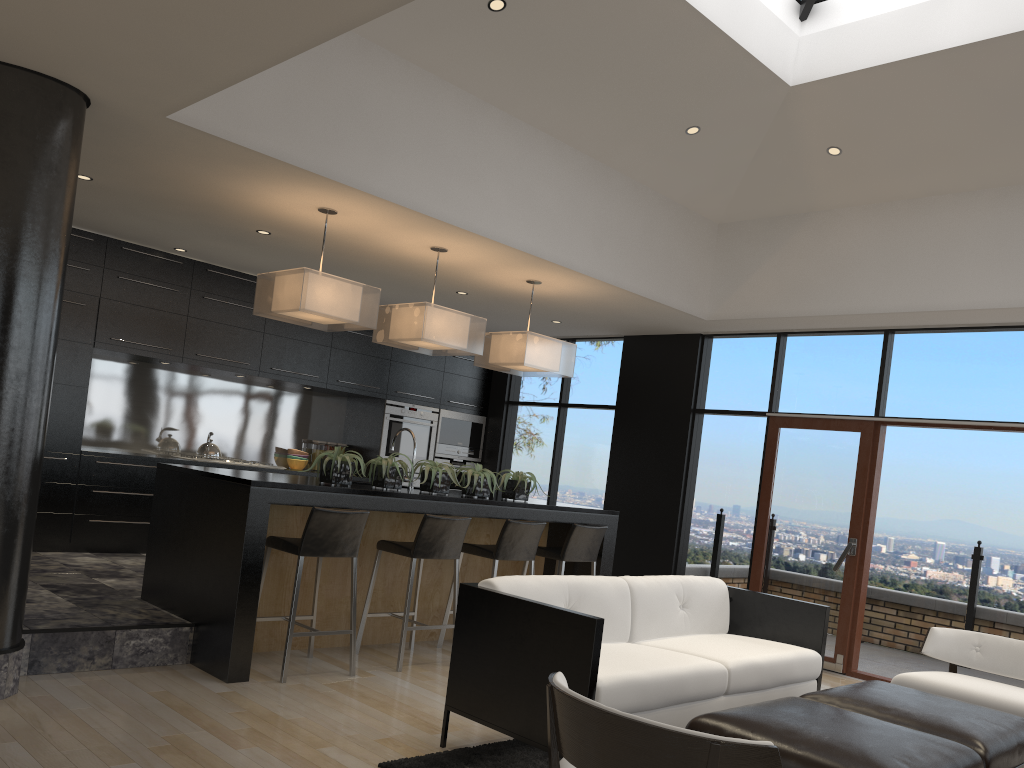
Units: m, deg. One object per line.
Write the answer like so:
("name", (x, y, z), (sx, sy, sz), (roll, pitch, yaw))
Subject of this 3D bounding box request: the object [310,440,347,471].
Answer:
("object", (-1.924, 0.766, 9.245), (0.368, 0.315, 0.113), (10, -3, -44))

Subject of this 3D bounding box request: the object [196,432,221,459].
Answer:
("object", (-2.729, 0.548, 7.977), (0.220, 0.229, 0.223), (5, -3, 38))

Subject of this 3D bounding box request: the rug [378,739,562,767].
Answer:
("rug", (1.391, 1.826, 3.809), (3.057, 0.011, 2.473), (12, -8, -43))

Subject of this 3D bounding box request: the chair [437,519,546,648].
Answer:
("chair", (-0.116, 1.392, 6.105), (0.479, 0.961, 0.516), (8, -2, -45))

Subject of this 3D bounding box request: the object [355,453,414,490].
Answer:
("object", (-0.787, 0.547, 5.599), (0.399, 0.238, 0.406), (8, -4, -20))

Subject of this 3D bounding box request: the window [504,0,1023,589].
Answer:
("window", (0.176, -1.057, 0.465), (10.086, 4.770, 16.022), (4, -6, 32))

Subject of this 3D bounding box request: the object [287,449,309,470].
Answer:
("object", (-2.178, 0.767, 8.962), (0.206, 0.205, 0.184), (10, -4, -44))

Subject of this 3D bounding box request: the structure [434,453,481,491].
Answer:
("structure", (-0.618, 1.016, 9.739), (0.683, 0.444, 0.070), (11, -3, -45))

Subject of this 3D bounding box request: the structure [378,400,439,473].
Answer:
("structure", (-1.081, 0.564, 9.242), (0.706, 0.705, 0.085), (10, -2, -45))

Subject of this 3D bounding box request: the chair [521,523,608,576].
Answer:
("chair", (0.357, 1.496, 6.582), (0.479, 0.961, 0.516), (8, -2, -45))

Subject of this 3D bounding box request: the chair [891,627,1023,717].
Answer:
("chair", (2.586, 1.735, 4.806), (0.802, 0.673, 0.689), (4, -4, 45))

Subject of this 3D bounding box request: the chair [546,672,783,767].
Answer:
("chair", (0.459, 1.264, 2.619), (0.802, 0.673, 0.689), (4, -4, 45))

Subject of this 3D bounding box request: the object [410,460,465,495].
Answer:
("object", (-0.467, 0.626, 5.888), (0.408, 0.216, 0.397), (8, -5, -20))

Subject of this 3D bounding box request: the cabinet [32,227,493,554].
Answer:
("cabinet", (-2.569, 0.303, 8.207), (0.725, 2.518, 5.773), (6, -4, 45))

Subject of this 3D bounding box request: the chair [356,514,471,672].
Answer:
("chair", (-0.607, 1.285, 5.610), (0.479, 0.961, 0.516), (8, -2, -45))

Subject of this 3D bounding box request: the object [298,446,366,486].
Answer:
("object", (-1.093, 0.484, 5.327), (0.408, 0.238, 0.397), (8, -4, -20))

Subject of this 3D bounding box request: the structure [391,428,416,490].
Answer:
("structure", (-0.896, 0.815, 6.328), (0.653, 1.015, 2.798), (5, -5, 45))

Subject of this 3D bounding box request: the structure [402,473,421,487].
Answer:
("structure", (-1.168, 1.279, 9.241), (0.706, 0.705, 0.085), (10, -2, -45))

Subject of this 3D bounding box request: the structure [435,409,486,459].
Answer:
("structure", (-0.561, 0.557, 9.739), (0.681, 0.473, 0.026), (11, -3, -45))

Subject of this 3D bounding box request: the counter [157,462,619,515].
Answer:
("counter", (-0.681, 0.748, 6.120), (1.175, 0.032, 3.139), (1, -8, 45))

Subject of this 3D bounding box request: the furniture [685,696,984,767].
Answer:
("furniture", (1.203, 1.521, 3.347), (0.824, 0.482, 0.834), (3, -6, 45))

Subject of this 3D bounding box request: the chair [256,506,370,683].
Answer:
("chair", (-1.160, 1.163, 5.054), (0.479, 0.961, 0.516), (8, -2, -45))

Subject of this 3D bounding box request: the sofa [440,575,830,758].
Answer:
("sofa", (0.727, 1.407, 4.421), (0.835, 0.801, 2.048), (4, -6, 45))

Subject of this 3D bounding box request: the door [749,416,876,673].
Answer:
("door", (2.389, 1.264, 7.204), (0.096, 1.989, 0.893), (7, -1, -45))

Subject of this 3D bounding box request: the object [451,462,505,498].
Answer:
("object", (-0.202, 0.673, 6.156), (0.408, 0.238, 0.397), (8, -4, -20))

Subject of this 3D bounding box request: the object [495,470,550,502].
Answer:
("object", (0.029, 0.742, 6.470), (0.399, 0.216, 0.406), (8, -5, -20))

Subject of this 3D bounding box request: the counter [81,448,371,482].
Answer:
("counter", (-2.641, 0.754, 8.223), (0.728, 0.033, 2.884), (1, -8, 45))

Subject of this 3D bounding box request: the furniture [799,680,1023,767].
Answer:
("furniture", (1.801, 1.652, 3.949), (0.824, 0.482, 0.834), (3, -6, 45))

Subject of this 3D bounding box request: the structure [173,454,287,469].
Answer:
("structure", (-2.626, 0.732, 8.209), (0.518, 0.066, 0.907), (1, -8, 45))

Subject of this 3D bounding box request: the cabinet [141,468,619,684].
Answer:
("cabinet", (-0.745, 1.278, 6.119), (1.175, 1.034, 3.139), (4, -6, 45))
